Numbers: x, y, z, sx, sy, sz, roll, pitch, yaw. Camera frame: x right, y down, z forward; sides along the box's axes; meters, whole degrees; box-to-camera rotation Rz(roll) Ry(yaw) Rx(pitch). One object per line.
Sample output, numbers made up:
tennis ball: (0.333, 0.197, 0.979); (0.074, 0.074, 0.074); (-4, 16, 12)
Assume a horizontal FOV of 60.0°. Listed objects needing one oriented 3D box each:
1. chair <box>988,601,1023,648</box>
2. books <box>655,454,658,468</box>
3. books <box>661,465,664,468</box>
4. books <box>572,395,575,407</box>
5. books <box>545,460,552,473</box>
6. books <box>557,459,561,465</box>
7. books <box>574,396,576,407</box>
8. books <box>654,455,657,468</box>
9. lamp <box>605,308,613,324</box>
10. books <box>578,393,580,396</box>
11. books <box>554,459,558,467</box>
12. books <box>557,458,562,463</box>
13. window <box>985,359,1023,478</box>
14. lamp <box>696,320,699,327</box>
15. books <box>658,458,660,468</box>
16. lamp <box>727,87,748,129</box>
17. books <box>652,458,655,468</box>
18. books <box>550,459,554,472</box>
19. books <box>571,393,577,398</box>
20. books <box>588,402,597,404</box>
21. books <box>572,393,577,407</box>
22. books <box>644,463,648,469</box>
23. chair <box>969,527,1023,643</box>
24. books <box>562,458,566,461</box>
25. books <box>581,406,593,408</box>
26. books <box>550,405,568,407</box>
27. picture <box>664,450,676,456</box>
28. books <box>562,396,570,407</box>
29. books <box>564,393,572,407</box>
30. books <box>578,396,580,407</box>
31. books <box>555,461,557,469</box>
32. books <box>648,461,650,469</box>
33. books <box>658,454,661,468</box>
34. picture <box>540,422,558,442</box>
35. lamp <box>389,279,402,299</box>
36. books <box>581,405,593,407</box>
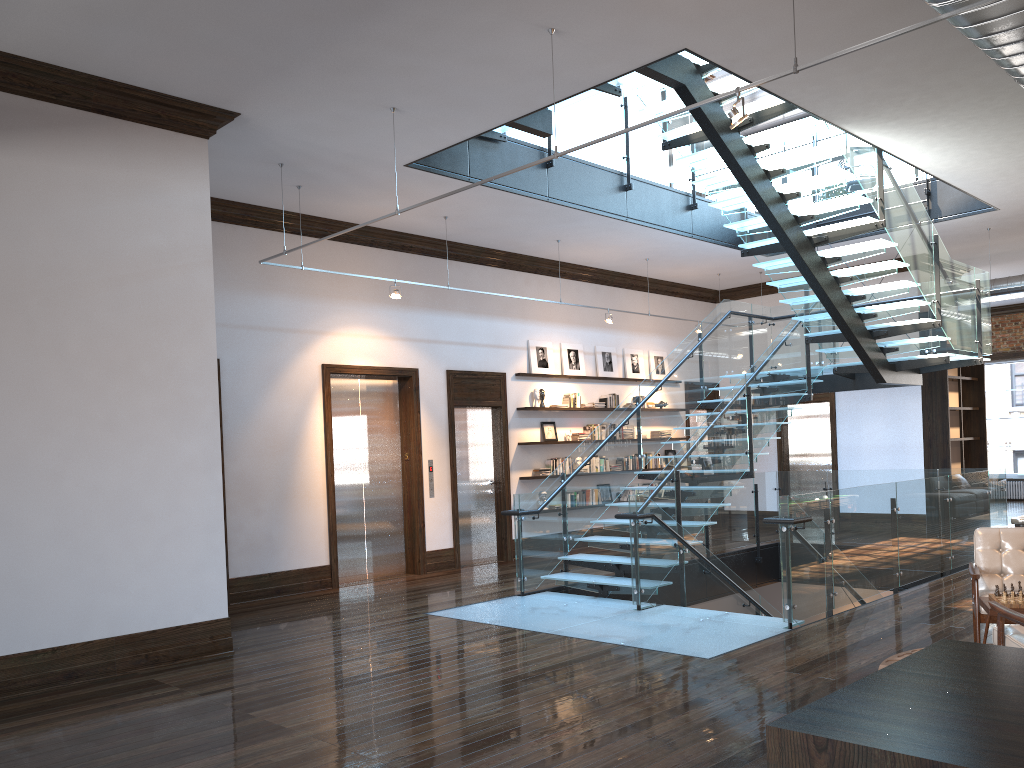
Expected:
chair: (3.066, 1.367, 4.727); (0.768, 0.865, 0.742); (-2, -2, 5)
books: (2.409, 1.307, 15.063); (0.013, 0.246, 0.169); (-3, 0, -45)
books: (2.525, 1.343, 15.185); (0.051, 0.186, 0.156); (-2, -1, -45)
books: (0.886, 0.267, 13.592); (0.029, 0.198, 0.164); (-3, -1, -45)
books: (0.548, 1.253, 13.257); (0.047, 0.226, 0.125); (-3, 0, -45)
books: (0.684, 1.247, 13.365); (0.015, 0.243, 0.139); (-3, 0, -45)
books: (0.906, 0.279, 13.613); (0.029, 0.177, 0.158); (-3, -1, -45)
books: (2.367, 1.303, 15.042); (0.035, 0.254, 0.169); (-3, 0, -45)
lamp: (1.388, -0.972, 12.752); (0.114, 0.230, 0.113); (-2, 0, -1)
books: (1.005, 0.257, 13.743); (0.014, 0.232, 0.119); (-3, 0, -45)
books: (0.634, 1.247, 13.326); (0.012, 0.240, 0.128); (-3, 0, -45)
books: (0.703, 1.242, 13.413); (0.015, 0.259, 0.127); (-3, 0, -45)
window: (11.224, 0.847, 20.541); (0.154, 2.752, 1.523); (-3, 0, -45)
lamp: (3.020, -0.913, 14.377); (0.113, 0.230, 0.114); (-2, 0, 1)
books: (2.442, 1.346, 15.093); (0.017, 0.169, 0.169); (-3, -1, -45)
lamp: (1.283, -1.562, 5.025); (0.114, 0.230, 0.114); (-3, -1, 34)
books: (2.347, 1.288, 15.017); (0.006, 0.281, 0.145); (-3, 0, -45)
books: (0.580, 1.247, 13.267); (0.013, 0.236, 0.134); (-3, 0, -45)
books: (0.946, 0.255, 13.663); (0.025, 0.228, 0.133); (-3, 0, -45)
books: (1.339, 0.304, 14.059); (0.257, 0.011, 0.142); (1, -6, -40)
books: (0.926, 0.259, 13.621); (0.012, 0.216, 0.164); (-3, -1, -45)
books: (2.204, 1.293, 14.864); (0.019, 0.259, 0.161); (-3, 0, -45)
chair: (3.624, 1.457, 6.186); (0.769, 0.865, 0.741); (-3, -2, 25)
books: (0.799, 1.248, 13.501); (0.027, 0.252, 0.131); (-3, 0, -45)
books: (1.138, 0.361, 13.859); (0.210, 0.015, 0.156); (2, -6, -45)
books: (0.710, 0.335, 13.438); (0.255, 0.011, 0.142); (2, -6, -43)
picture: (2.798, 1.302, 15.547); (0.300, 0.300, 0.077); (0, -1, -45)
books: (0.827, 0.278, 13.563); (0.050, 0.176, 0.129); (-2, -1, -45)
books: (0.854, 0.252, 13.579); (0.014, 0.228, 0.143); (-3, 0, -45)
books: (0.995, 0.283, 13.721); (0.035, 0.178, 0.132); (-3, -1, -45)
books: (0.621, 1.265, 13.304); (0.013, 0.202, 0.156); (-3, -1, -45)
books: (2.245, 1.317, 14.901); (0.027, 0.214, 0.167); (-3, -1, -45)
books: (2.467, 1.315, 15.146); (0.006, 0.238, 0.158); (-3, 0, -45)
picture: (0.563, 0.716, 13.336); (0.300, 0.300, 0.077); (0, -1, -45)
lamp: (-1.322, -1.071, 10.055); (0.114, 0.230, 0.113); (-3, -1, 24)
books: (1.149, 0.347, 13.866); (0.183, 0.014, 0.160); (2, -6, -45)
